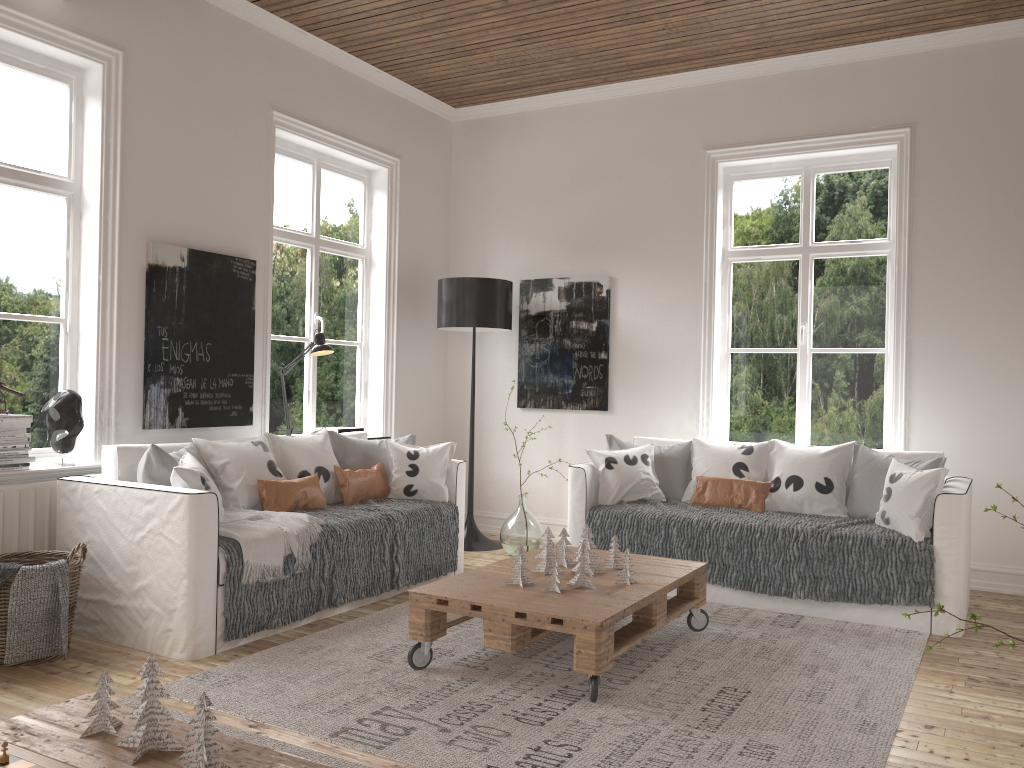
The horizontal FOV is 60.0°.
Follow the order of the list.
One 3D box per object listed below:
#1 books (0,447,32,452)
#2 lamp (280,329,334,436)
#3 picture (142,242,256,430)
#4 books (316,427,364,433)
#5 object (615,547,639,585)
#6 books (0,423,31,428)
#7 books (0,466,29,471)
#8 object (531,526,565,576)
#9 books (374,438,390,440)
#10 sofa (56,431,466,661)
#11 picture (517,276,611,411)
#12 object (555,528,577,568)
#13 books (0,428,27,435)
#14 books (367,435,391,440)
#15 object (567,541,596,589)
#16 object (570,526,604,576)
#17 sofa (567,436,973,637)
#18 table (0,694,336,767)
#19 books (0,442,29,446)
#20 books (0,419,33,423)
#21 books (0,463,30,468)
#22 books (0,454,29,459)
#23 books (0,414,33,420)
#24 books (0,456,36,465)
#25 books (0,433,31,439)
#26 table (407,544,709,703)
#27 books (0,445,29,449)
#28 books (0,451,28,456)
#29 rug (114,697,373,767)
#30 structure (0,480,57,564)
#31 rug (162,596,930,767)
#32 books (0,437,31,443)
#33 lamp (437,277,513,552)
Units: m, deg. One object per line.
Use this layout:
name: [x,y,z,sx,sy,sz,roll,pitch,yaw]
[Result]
books: [-2.181,0.274,3.712,0.161,0.013,0.256,1,0,29]
lamp: [-1.216,0.031,5.187,0.439,0.703,0.196,1,0,29]
picture: [-1.599,-0.230,4.587,0.041,0.908,0.680,1,0,29]
books: [-1.093,0.294,5.630,0.190,0.028,0.239,1,0,31]
object: [0.453,0.712,3.490,0.072,0.142,0.073,1,0,37]
books: [-2.193,0.172,3.702,0.174,0.021,0.273,1,0,29]
books: [-2.189,0.353,3.708,0.161,0.012,0.254,1,0,29]
object: [0.147,0.680,3.653,0.112,0.193,0.106,1,0,-33]
books: [-0.956,0.368,5.872,0.187,0.014,0.248,1,0,27]
sofa: [-1.096,0.663,4.394,0.866,0.776,1.960,1,0,29]
picture: [0.352,-0.279,6.130,0.680,0.908,0.041,1,0,29]
object: [0.224,0.697,3.809,0.095,0.164,0.090,1,0,36]
books: [-2.218,0.195,3.692,0.180,0.028,0.296,1,0,29]
books: [-0.961,0.355,5.877,0.202,0.012,0.251,1,0,31]
object: [0.269,0.690,3.419,0.097,0.178,0.103,1,0,-8]
object: [0.314,0.683,3.661,0.107,0.195,0.113,1,0,36]
sofa: [1.345,0.717,4.743,1.960,0.776,0.866,1,0,29]
table: [-0.978,0.900,1.436,0.821,0.300,1.189,1,0,29]
books: [-2.188,0.249,3.704,0.161,0.012,0.254,1,0,29]
books: [-2.193,0.153,3.700,0.182,0.016,0.288,1,0,29]
books: [-2.192,0.340,3.692,0.159,0.012,0.285,1,0,29]
books: [-2.193,0.302,3.711,0.161,0.013,0.254,1,0,29]
books: [-2.186,0.137,3.690,0.182,0.016,0.288,1,0,29]
books: [-2.199,0.320,3.700,0.176,0.025,0.331,1,0,29]
books: [-2.207,0.217,3.713,0.182,0.016,0.288,1,0,29]
table: [0.231,0.929,3.611,0.821,0.300,1.189,1,0,29]
books: [-2.199,0.261,3.697,0.159,0.012,0.285,1,0,29]
books: [-2.214,0.288,3.703,0.182,0.016,0.288,1,0,29]
rug: [-0.905,1.051,1.329,2.254,0.003,2.474,1,0,29]
structure: [-2.139,0.820,3.612,0.095,0.829,1.223,1,0,29]
rug: [0.343,1.080,3.551,2.254,0.003,2.474,1,0,29]
books: [-2.191,0.234,3.714,0.167,0.017,0.263,1,0,29]
lamp: [-0.263,0.194,5.918,0.499,1.754,0.499,1,0,26]
